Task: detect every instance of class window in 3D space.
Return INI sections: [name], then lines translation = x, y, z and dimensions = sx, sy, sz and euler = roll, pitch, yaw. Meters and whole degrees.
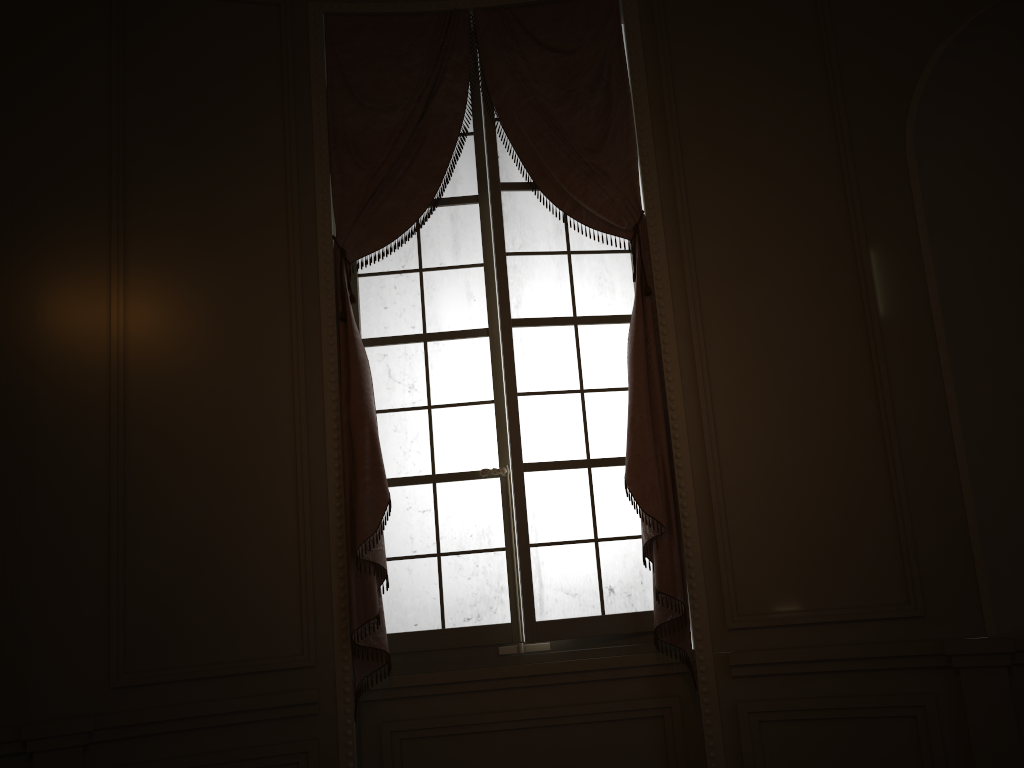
[window]
translation = -0.056, -0.250, 3.819
dimensions = 1.309, 2.814, 0.154
euler = -5, -10, 0

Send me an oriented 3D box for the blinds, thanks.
[blinds]
translation = -0.054, -0.237, 3.583
dimensions = 1.333, 2.954, 0.288
euler = -5, -10, -1
